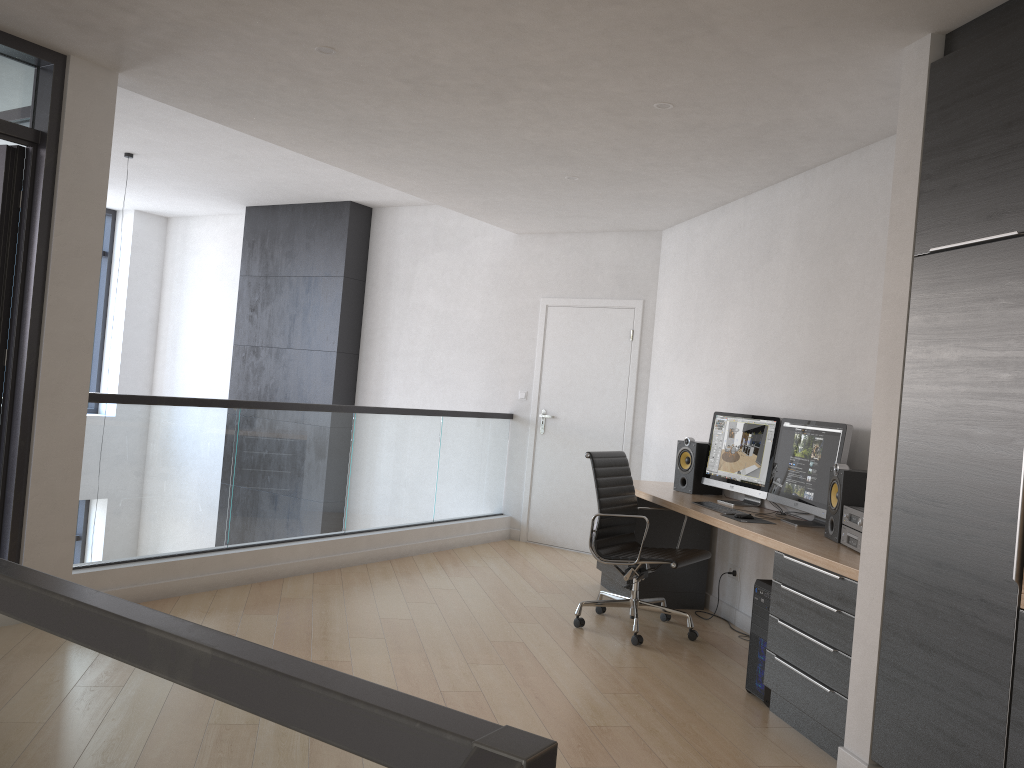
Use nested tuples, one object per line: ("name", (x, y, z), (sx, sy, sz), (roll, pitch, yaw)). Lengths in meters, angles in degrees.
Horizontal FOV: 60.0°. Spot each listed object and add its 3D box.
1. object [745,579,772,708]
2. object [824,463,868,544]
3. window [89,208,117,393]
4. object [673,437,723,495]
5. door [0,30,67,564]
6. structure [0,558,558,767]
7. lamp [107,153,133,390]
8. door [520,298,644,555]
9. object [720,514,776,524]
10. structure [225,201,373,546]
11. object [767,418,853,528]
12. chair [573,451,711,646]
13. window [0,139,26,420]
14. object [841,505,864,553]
("object", (1.348, 1.191, 4.070), (0.474, 0.527, 0.215), (5, 0, -12))
("object", (1.590, 0.547, 4.053), (0.249, 0.354, 0.198), (5, 0, 3))
("window", (-5.177, -0.887, 9.924), (0.170, 2.402, 1.310), (5, -1, 33))
("object", (1.212, 0.527, 5.733), (0.249, 0.354, 0.198), (5, -1, -27))
("door", (-2.858, -0.375, 4.081), (0.924, 2.500, 0.905), (5, -1, 33))
("structure", (-1.862, 2.310, 0.236), (4.190, 4.339, 2.823), (5, -1, 33))
("lamp", (-3.423, 0.311, 7.442), (1.000, 4.513, 1.000), (5, -1, 34))
("door", (0.572, 0.344, 7.487), (0.974, 2.136, 0.085), (5, -1, 33))
("object", (1.210, 0.694, 4.551), (0.200, 0.002, 0.250), (5, 0, -12))
("structure", (-2.501, 1.328, 8.954), (1.500, 6.351, 0.722), (5, -1, 33))
("object", (1.530, 0.455, 4.550), (0.190, 0.535, 0.716), (5, 0, -7))
("chair", (0.765, 0.913, 5.103), (0.699, 0.991, 0.664), (5, -1, 38))
("window", (-4.373, -0.849, 5.755), (5.002, 2.402, 0.170), (5, -1, 33))
("object", (1.580, 0.634, 3.786), (0.270, 0.174, 0.285), (5, 0, 3))
